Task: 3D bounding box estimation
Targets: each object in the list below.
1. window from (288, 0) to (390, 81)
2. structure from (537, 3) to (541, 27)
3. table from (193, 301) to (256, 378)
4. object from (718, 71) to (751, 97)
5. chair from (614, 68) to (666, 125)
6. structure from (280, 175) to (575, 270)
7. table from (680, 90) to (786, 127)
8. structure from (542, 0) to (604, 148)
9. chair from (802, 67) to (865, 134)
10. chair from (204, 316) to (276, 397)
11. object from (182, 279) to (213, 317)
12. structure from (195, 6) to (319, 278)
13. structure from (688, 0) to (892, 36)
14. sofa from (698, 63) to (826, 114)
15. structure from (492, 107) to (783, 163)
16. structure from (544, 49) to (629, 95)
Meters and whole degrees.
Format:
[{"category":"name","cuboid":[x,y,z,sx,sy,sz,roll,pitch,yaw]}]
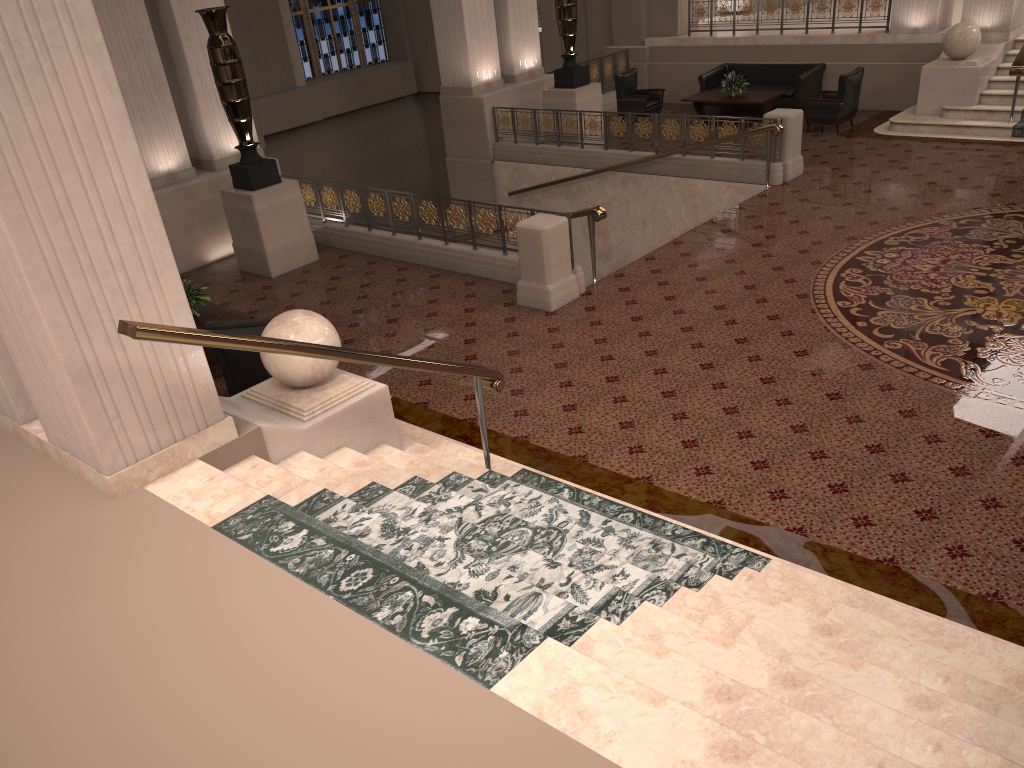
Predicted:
[{"category":"window","cuboid":[-4.248,-9.661,19.072,0.068,5.636,2.897,21,40,38]},{"category":"structure","cuboid":[-0.144,-7.920,18.896,2.115,0.703,0.030,17,38,37]},{"category":"table","cuboid":[-3.165,-0.432,8.405,1.448,0.459,0.813,17,37,38]},{"category":"object","cuboid":[3.606,-4.901,14.354,0.499,0.396,0.501,-13,29,-11]},{"category":"chair","cuboid":[2.214,-5.001,15.351,0.707,0.888,0.625,15,36,34]},{"category":"structure","cuboid":[-1.221,-1.943,10.129,4.843,0.566,0.077,17,38,38]},{"category":"table","cuboid":[3.649,-4.544,14.589,1.448,0.459,0.813,17,37,38]},{"category":"structure","cuboid":[0.889,-5.060,13.573,0.687,2.933,0.679,20,40,37]},{"category":"chair","cuboid":[4.883,-4.306,13.383,0.704,0.888,0.628,19,38,38]},{"category":"chair","cuboid":[-2.032,-0.236,7.303,0.648,0.888,0.681,-5,30,4]},{"category":"object","cuboid":[-3.057,-0.813,8.177,0.499,0.396,0.501,-13,29,-11]},{"category":"structure","cuboid":[-3.000,-2.714,10.043,0.687,2.933,0.679,20,40,37]},{"category":"structure","cuboid":[4.609,-6.307,15.030,3.626,0.658,0.031,16,38,37]},{"category":"sofa","cuboid":[4.235,-5.028,15.067,1.887,0.744,0.848,17,37,38]},{"category":"structure","cuboid":[1.555,-3.618,12.649,4.847,0.566,0.077,16,37,37]},{"category":"structure","cuboid":[1.409,-5.573,16.160,0.031,0.688,2.459,21,39,38]}]
